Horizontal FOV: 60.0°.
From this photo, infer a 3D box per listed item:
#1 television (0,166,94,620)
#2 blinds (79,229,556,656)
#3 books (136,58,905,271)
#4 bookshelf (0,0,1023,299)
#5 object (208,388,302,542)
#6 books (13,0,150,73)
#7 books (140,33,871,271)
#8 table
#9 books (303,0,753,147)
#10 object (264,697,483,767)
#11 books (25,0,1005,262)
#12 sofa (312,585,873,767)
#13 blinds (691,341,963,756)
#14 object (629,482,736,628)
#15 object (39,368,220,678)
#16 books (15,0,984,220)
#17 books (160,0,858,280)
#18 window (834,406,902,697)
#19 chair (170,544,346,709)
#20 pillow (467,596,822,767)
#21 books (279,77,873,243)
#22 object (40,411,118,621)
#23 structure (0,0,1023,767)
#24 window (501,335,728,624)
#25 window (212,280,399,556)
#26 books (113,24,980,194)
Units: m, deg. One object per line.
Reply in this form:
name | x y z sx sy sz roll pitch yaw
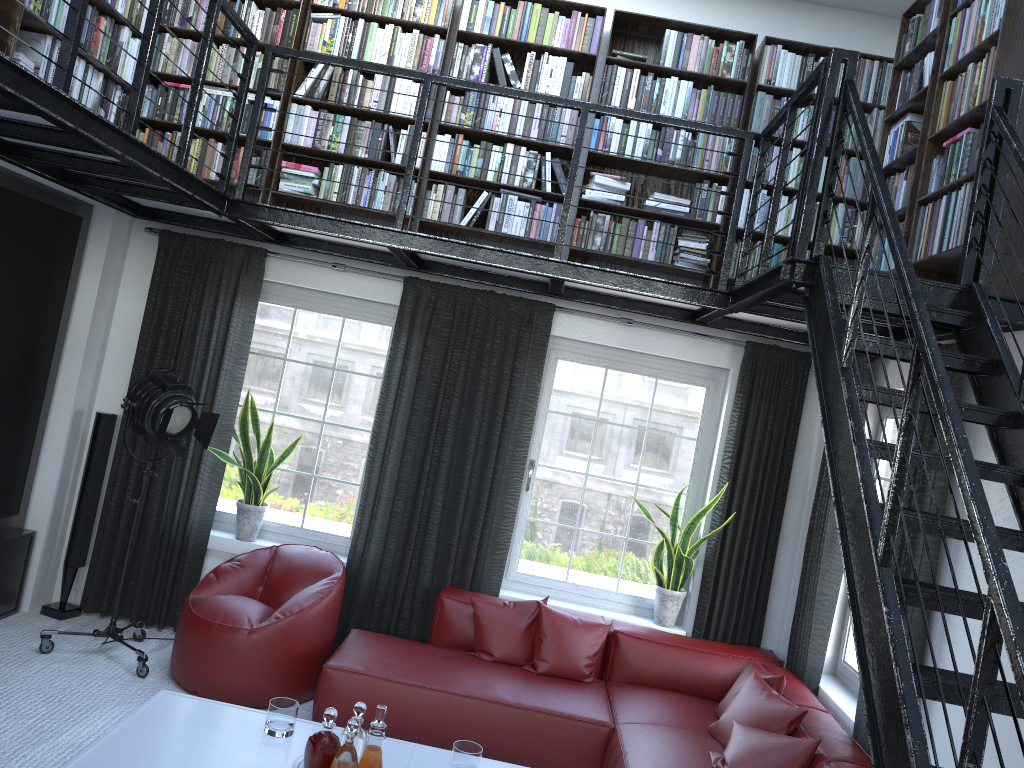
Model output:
television | -2.755 0.112 3.551 0.117 2.429 3.348 11 -1 2
blinds | -1.183 0.437 5.361 2.509 2.388 0.125 11 -3 2
books | -0.019 -1.597 4.853 4.438 1.431 1.283 11 -2 4
bookshelf | -0.040 -1.525 3.969 4.477 1.618 3.085 11 -1 2
object | -1.670 0.468 5.333 0.554 0.941 0.524 11 -2 13
books | -2.086 -2.008 3.626 0.315 1.424 2.204 11 -1 2
books | 0.012 -1.584 5.338 4.437 1.414 0.226 11 -2 2
table | -0.763 1.612 3.269 1.665 0.244 1.164 11 0 2
books | 0.063 -1.865 5.359 2.637 0.829 0.213 11 -2 2
object | -0.530 1.387 3.465 1.009 0.295 0.511 11 -1 6
books | 0.000 -1.588 4.101 4.385 1.406 1.168 11 -2 2
sofa | 0.269 1.622 3.634 2.542 0.656 3.276 11 0 2
blinds | 1.651 0.983 4.542 0.526 2.382 1.751 12 -2 -16
object | 0.945 0.979 5.199 0.552 0.941 0.526 11 -2 -9
object | -0.972 0.901 5.086 2.900 1.580 0.754 11 -2 -14
books | -0.034 -1.597 3.564 4.378 1.410 2.202 11 -1 2
books | 0.009 -1.573 5.334 4.443 1.398 0.241 11 -2 3
window | 1.930 0.834 4.403 0.133 1.607 1.165 11 -2 2
chair | -1.371 1.267 4.840 0.827 0.712 0.833 12 -2 -36
pillow | 0.757 1.481 4.551 1.963 0.402 0.979 11 -1 44
books | 0.350 -1.365 5.329 3.393 1.123 0.240 11 -2 2
object | -2.564 0.772 5.289 0.158 1.222 0.157 10 -3 18
structure | -0.387 0.099 3.135 4.490 3.358 4.610 11 -1 2
window | 0.624 0.585 5.508 1.167 1.607 0.133 11 -2 2
window | -1.344 0.201 5.591 1.167 1.607 0.133 11 -2 2
books | -0.060 -1.465 3.861 4.336 1.141 1.596 11 -1 2
